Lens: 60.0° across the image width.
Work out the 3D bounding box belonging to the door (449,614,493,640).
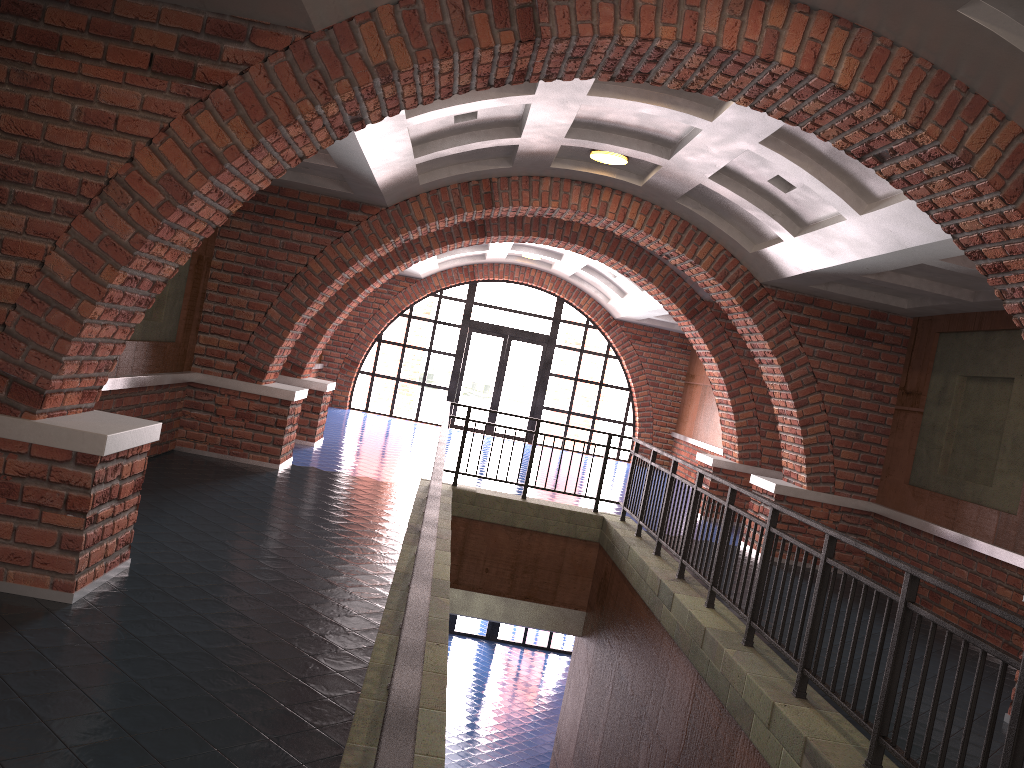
[{"bbox_3d":[-1.151,4.391,19.417,1.754,2.236,0.040,11,1,-4],"label":"door"}]

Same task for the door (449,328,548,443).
[{"bbox_3d":[-0.289,0.026,19.334,1.754,2.236,0.040,11,1,-4],"label":"door"}]

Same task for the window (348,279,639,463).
[{"bbox_3d":[-0.127,-0.521,19.321,6.353,3.471,0.100,11,1,-4],"label":"window"}]

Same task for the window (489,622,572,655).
[{"bbox_3d":[-0.978,3.793,19.403,6.353,3.471,0.100,11,1,-4],"label":"window"}]

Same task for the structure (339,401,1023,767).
[{"bbox_3d":[0.136,3.359,4.888,2.464,5.665,11.177,11,1,-4],"label":"structure"}]
